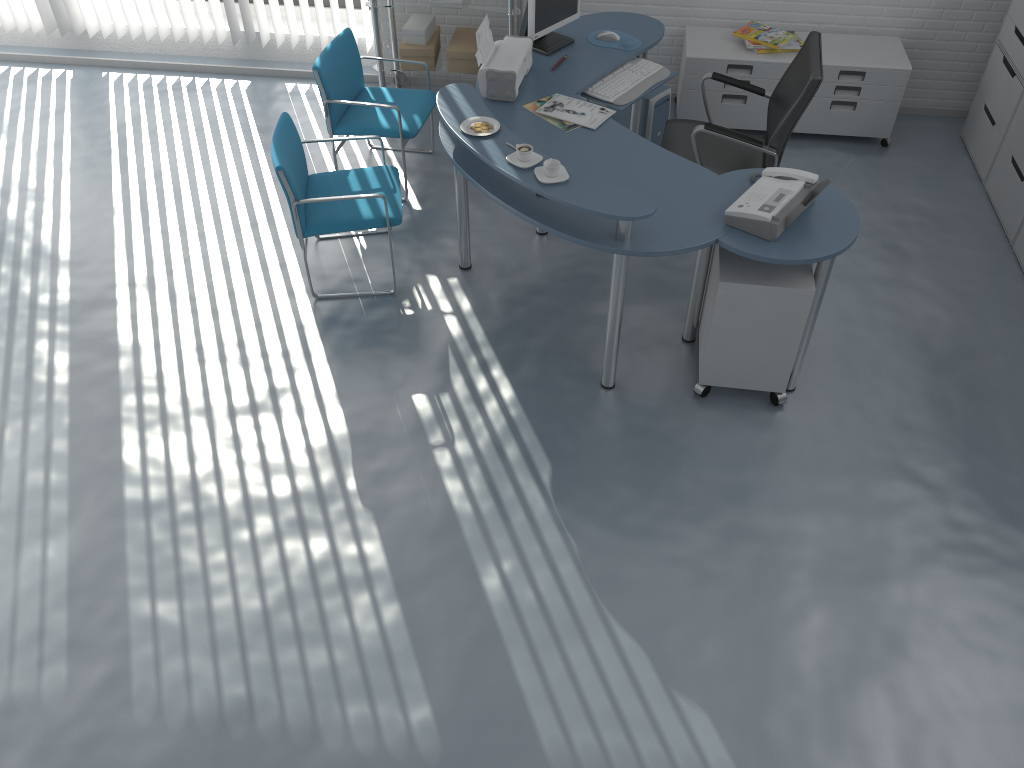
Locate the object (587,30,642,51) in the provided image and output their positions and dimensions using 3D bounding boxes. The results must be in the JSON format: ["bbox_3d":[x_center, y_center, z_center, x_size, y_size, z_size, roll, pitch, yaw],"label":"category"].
[{"bbox_3d":[0.521,-1.751,4.478,0.285,0.026,0.213,15,46,15],"label":"object"}]

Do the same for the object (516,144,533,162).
[{"bbox_3d":[0.047,-0.874,3.352,0.062,0.049,0.078,-2,44,-1],"label":"object"}]

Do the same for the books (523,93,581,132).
[{"bbox_3d":[0.219,-1.206,3.934,0.200,0.005,0.300,-28,51,-26],"label":"books"}]

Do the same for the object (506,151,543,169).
[{"bbox_3d":[0.047,-0.852,3.363,0.119,0.016,0.119,-35,54,-30],"label":"object"}]

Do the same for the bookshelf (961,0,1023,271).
[{"bbox_3d":[2.788,-1.086,4.068,0.521,1.141,2.294,5,45,6],"label":"bookshelf"}]

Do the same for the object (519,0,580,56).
[{"bbox_3d":[0.165,-1.860,4.309,0.212,0.417,0.365,31,52,28],"label":"object"}]

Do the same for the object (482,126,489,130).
[{"bbox_3d":[-0.105,-1.018,3.529,0.025,0.005,0.027,-1,44,-1],"label":"object"}]

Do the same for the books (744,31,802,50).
[{"bbox_3d":[1.482,-1.966,5.067,0.300,0.020,0.210,2,44,2],"label":"books"}]

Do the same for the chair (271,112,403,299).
[{"bbox_3d":[-0.790,-0.847,4.154,0.543,0.707,0.542,-5,45,-5],"label":"chair"}]

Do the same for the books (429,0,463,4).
[{"bbox_3d":[-0.363,-2.267,5.143,0.190,0.015,0.270,4,44,5],"label":"books"}]

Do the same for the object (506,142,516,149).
[{"bbox_3d":[0.011,-0.917,3.424,0.025,0.021,0.119,-27,50,-25],"label":"object"}]

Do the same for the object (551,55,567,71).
[{"bbox_3d":[0.227,-1.548,4.279,0.013,0.013,0.178,18,47,18],"label":"object"}]

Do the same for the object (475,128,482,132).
[{"bbox_3d":[-0.133,-1.009,3.520,0.027,0.005,0.025,-9,45,-9],"label":"object"}]

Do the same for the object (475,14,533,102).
[{"bbox_3d":[-0.038,-1.505,4.049,0.197,0.273,0.392,9,45,9],"label":"object"}]

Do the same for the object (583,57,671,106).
[{"bbox_3d":[0.551,-1.475,4.290,0.276,0.028,0.478,29,51,27],"label":"object"}]

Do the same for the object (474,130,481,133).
[{"bbox_3d":[-0.137,-1.006,3.523,0.027,0.005,0.025,-15,46,-15],"label":"object"}]

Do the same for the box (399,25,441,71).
[{"bbox_3d":[-0.551,-2.033,5.359,0.207,0.133,0.347,2,44,2],"label":"box"}]

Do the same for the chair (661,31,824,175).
[{"bbox_3d":[1.059,-1.174,4.310,0.652,0.948,0.584,9,45,9],"label":"chair"}]

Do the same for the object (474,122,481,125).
[{"bbox_3d":[-0.137,-1.043,3.561,0.025,0.005,0.027,-31,52,-28],"label":"object"}]

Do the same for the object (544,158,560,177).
[{"bbox_3d":[0.150,-0.796,3.271,0.062,0.049,0.078,21,48,20],"label":"object"}]

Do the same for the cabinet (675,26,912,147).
[{"bbox_3d":[1.624,-1.761,5.245,1.259,0.484,0.447,5,45,5],"label":"cabinet"}]

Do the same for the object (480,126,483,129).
[{"bbox_3d":[-0.117,-1.024,3.541,0.025,0.005,0.027,-5,44,-5],"label":"object"}]

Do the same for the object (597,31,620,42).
[{"bbox_3d":[0.488,-1.758,4.474,0.115,0.035,0.054,12,46,13],"label":"object"}]

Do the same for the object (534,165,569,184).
[{"bbox_3d":[0.147,-0.774,3.283,0.119,0.016,0.119,-10,45,-10],"label":"object"}]

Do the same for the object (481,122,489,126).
[{"bbox_3d":[-0.107,-1.040,3.552,0.027,0.005,0.025,-27,50,-25],"label":"object"}]

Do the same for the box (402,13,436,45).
[{"bbox_3d":[-0.551,-2.113,5.282,0.139,0.090,0.234,9,45,9],"label":"box"}]

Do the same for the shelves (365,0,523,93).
[{"bbox_3d":[-0.368,-2.078,5.314,0.896,0.848,0.441,6,45,6],"label":"shelves"}]

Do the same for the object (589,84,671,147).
[{"bbox_3d":[0.647,-1.520,5.044,0.471,0.422,0.199,33,53,29],"label":"object"}]

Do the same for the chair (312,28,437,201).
[{"bbox_3d":[-0.710,-1.453,4.775,0.543,0.707,0.542,9,45,9],"label":"chair"}]

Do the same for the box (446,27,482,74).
[{"bbox_3d":[-0.260,-2.007,5.331,0.207,0.133,0.347,5,45,6],"label":"box"}]

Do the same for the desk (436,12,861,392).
[{"bbox_3d":[0.386,-0.911,4.076,1.402,0.900,2.282,-12,46,-12],"label":"desk"}]

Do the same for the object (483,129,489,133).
[{"bbox_3d":[-0.103,-1.005,3.522,0.027,0.005,0.025,-2,44,-2],"label":"object"}]

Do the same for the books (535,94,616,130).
[{"bbox_3d":[0.283,-1.208,3.934,0.300,0.010,0.200,24,49,23],"label":"books"}]

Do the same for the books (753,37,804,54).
[{"bbox_3d":[1.510,-1.955,5.083,0.300,0.020,0.210,-6,45,-6],"label":"books"}]

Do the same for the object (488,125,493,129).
[{"bbox_3d":[-0.090,-1.027,3.544,0.025,0.005,0.027,-18,47,-18],"label":"object"}]

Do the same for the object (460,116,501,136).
[{"bbox_3d":[-0.126,-1.025,3.540,0.162,0.011,0.162,-30,52,-27],"label":"object"}]

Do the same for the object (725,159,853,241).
[{"bbox_3d":[1.018,-0.756,3.273,0.399,0.280,0.405,28,51,26],"label":"object"}]

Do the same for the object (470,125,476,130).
[{"bbox_3d":[-0.152,-1.024,3.541,0.027,0.005,0.025,34,54,30],"label":"object"}]

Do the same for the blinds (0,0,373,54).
[{"bbox_3d":[-2.916,-3.432,4.969,4.001,2.955,0.158,5,45,6],"label":"blinds"}]

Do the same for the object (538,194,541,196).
[{"bbox_3d":[0.197,-0.721,3.433,0.200,0.010,0.011,12,46,12],"label":"object"}]

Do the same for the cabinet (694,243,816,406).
[{"bbox_3d":[0.991,-0.322,3.683,0.383,0.605,0.559,7,45,7],"label":"cabinet"}]

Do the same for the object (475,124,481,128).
[{"bbox_3d":[-0.136,-1.031,3.542,0.025,0.005,0.027,9,45,9],"label":"object"}]

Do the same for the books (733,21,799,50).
[{"bbox_3d":[1.447,-1.990,5.062,0.300,0.020,0.210,32,53,29],"label":"books"}]

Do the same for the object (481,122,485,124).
[{"bbox_3d":[-0.110,-1.047,3.564,0.025,0.005,0.027,-18,47,-17],"label":"object"}]
